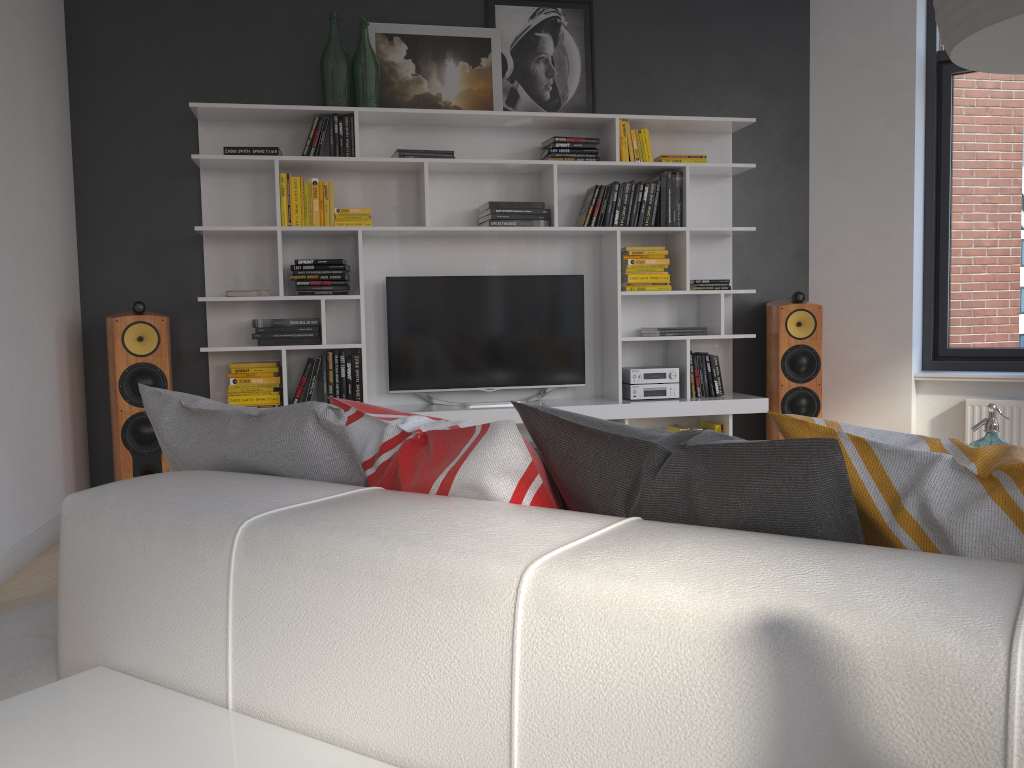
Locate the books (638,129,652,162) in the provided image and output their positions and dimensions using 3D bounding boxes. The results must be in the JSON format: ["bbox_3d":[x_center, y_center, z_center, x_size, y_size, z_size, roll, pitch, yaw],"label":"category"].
[{"bbox_3d":[0.723,-1.306,4.913,0.064,0.184,0.141,-2,4,-11],"label":"books"}]

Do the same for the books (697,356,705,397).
[{"bbox_3d":[1.052,-0.045,5.097,0.049,0.236,0.170,-2,4,-11],"label":"books"}]

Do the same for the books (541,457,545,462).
[{"bbox_3d":[0.109,0.457,4.895,0.343,0.137,0.277,-2,4,-16],"label":"books"}]

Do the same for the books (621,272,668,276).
[{"bbox_3d":[0.739,-0.625,5.049,0.251,0.014,0.189,-2,4,-8],"label":"books"}]

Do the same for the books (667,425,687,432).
[{"bbox_3d":[0.936,0.371,5.031,0.044,0.255,0.198,-2,4,-11],"label":"books"}]

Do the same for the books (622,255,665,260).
[{"bbox_3d":[0.745,-0.716,5.041,0.227,0.022,0.160,-1,4,4],"label":"books"}]

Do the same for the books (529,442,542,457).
[{"bbox_3d":[0.096,0.363,4.909,0.310,0.047,0.250,-2,4,-16],"label":"books"}]

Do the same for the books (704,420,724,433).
[{"bbox_3d":[1.161,0.355,5.091,0.025,0.270,0.213,-2,4,-11],"label":"books"}]

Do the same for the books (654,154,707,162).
[{"bbox_3d":[0.939,-1.265,5.011,0.257,0.024,0.203,-2,4,-8],"label":"books"}]

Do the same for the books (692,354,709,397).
[{"bbox_3d":[1.075,-0.049,5.094,0.050,0.242,0.169,-2,4,-12],"label":"books"}]

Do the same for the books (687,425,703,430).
[{"bbox_3d":[1.032,0.370,5.048,0.035,0.250,0.185,-2,4,-11],"label":"books"}]

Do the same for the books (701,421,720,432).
[{"bbox_3d":[1.136,0.357,5.077,0.029,0.270,0.204,-2,4,-11],"label":"books"}]

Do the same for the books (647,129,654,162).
[{"bbox_3d":[0.744,-1.308,4.926,0.044,0.184,0.142,-2,4,-11],"label":"books"}]

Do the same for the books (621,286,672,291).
[{"bbox_3d":[0.751,-0.536,5.029,0.257,0.028,0.194,-2,4,-7],"label":"books"}]

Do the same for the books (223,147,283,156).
[{"bbox_3d":[-1.319,-1.170,4.537,0.268,0.046,0.208,-2,4,-8],"label":"books"}]

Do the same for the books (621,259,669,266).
[{"bbox_3d":[0.752,-0.688,5.042,0.239,0.033,0.176,-2,4,-8],"label":"books"}]

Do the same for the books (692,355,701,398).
[{"bbox_3d":[1.027,-0.046,5.099,0.053,0.240,0.189,-2,4,-11],"label":"books"}]

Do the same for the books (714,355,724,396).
[{"bbox_3d":[1.159,-0.051,5.147,0.077,0.233,0.179,-2,4,-11],"label":"books"}]

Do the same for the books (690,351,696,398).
[{"bbox_3d":[0.995,-0.061,5.095,0.053,0.268,0.202,-2,4,-12],"label":"books"}]

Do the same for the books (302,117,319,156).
[{"bbox_3d":[-1.048,-1.263,4.602,0.096,0.213,0.166,-2,4,-13],"label":"books"}]

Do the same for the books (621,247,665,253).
[{"bbox_3d":[0.739,-0.764,5.056,0.223,0.023,0.163,-2,4,-7],"label":"books"}]

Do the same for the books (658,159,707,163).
[{"bbox_3d":[0.945,-1.239,5.005,0.257,0.028,0.194,-2,4,-7],"label":"books"}]

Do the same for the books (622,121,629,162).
[{"bbox_3d":[0.598,-1.324,4.904,0.041,0.224,0.163,-2,4,-13],"label":"books"}]

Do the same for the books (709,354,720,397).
[{"bbox_3d":[1.132,-0.051,5.109,0.066,0.242,0.177,-2,4,-12],"label":"books"}]

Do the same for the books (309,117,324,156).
[{"bbox_3d":[-1.017,-1.264,4.615,0.087,0.214,0.171,-2,4,-11],"label":"books"}]

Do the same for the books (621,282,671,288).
[{"bbox_3d":[0.746,-0.562,5.035,0.257,0.024,0.203,-2,4,-8],"label":"books"}]

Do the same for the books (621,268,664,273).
[{"bbox_3d":[0.734,-0.641,5.026,0.217,0.023,0.145,-2,4,-7],"label":"books"}]

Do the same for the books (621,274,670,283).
[{"bbox_3d":[0.745,-0.596,5.038,0.243,0.042,0.189,-2,4,-11],"label":"books"}]

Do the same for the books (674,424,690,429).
[{"bbox_3d":[0.966,0.368,5.039,0.015,0.263,0.199,-2,4,-11],"label":"books"}]

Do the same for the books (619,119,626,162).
[{"bbox_3d":[0.580,-1.324,4.881,0.041,0.229,0.161,-2,4,-13],"label":"books"}]

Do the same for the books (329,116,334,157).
[{"bbox_3d":[-0.940,-1.268,4.619,0.021,0.221,0.156,-2,4,-11],"label":"books"}]

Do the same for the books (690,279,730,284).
[{"bbox_3d":[1.115,-0.583,5.076,0.213,0.023,0.161,-2,4,-8],"label":"books"}]

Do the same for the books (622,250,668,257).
[{"bbox_3d":[0.753,-0.739,5.037,0.223,0.023,0.163,-2,4,-7],"label":"books"}]

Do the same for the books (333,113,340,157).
[{"bbox_3d":[-0.917,-1.276,4.628,0.025,0.232,0.176,-2,4,-11],"label":"books"}]

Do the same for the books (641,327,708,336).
[{"bbox_3d":[0.926,-0.302,5.085,0.310,0.047,0.250,-2,4,-16],"label":"books"}]

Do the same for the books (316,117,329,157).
[{"bbox_3d":[-0.987,-1.264,4.608,0.074,0.212,0.154,-2,4,-12],"label":"books"}]

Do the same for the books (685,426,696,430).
[{"bbox_3d":[1.005,0.371,5.045,0.019,0.251,0.180,-2,4,-11],"label":"books"}]

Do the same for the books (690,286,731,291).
[{"bbox_3d":[1.118,-0.543,5.061,0.213,0.023,0.161,-2,4,-8],"label":"books"}]

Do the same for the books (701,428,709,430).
[{"bbox_3d":[1.110,0.376,5.067,0.024,0.234,0.172,-2,4,-11],"label":"books"}]

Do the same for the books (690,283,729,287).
[{"bbox_3d":[1.116,-0.562,5.062,0.198,0.015,0.142,-2,4,-13],"label":"books"}]

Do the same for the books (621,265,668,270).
[{"bbox_3d":[0.742,-0.662,5.044,0.239,0.019,0.171,-2,4,-11],"label":"books"}]

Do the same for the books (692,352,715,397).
[{"bbox_3d":[1.101,-0.056,5.110,0.066,0.255,0.193,-2,4,-12],"label":"books"}]

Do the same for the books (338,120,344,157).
[{"bbox_3d":[-0.892,-1.262,4.629,0.021,0.200,0.147,-2,4,-11],"label":"books"}]
